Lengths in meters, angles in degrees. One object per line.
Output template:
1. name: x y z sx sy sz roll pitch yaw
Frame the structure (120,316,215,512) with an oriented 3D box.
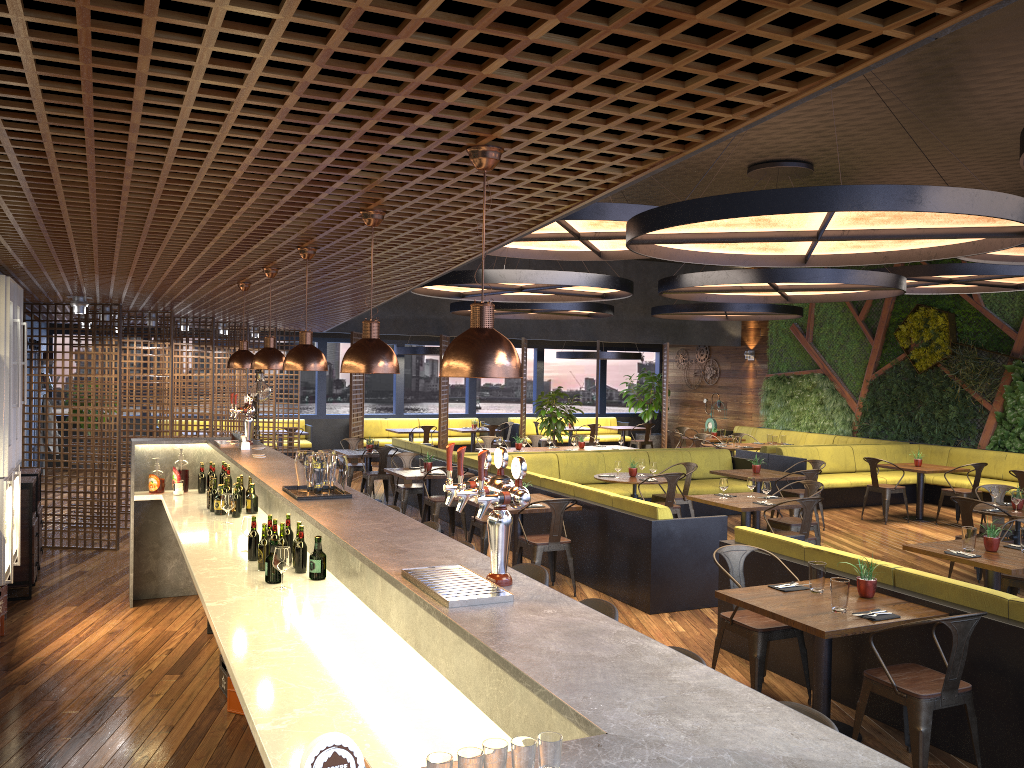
1. structure: -4.747 0.431 12.190 1.319 2.700 0.050 1 1 5

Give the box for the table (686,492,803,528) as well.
1. table: 2.436 1.576 9.178 0.906 0.763 0.887 1 1 -25

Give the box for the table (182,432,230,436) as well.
1. table: -5.820 1.307 16.888 0.887 0.763 0.906 1 1 -25

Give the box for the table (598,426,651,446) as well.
1. table: 2.618 1.399 20.798 0.887 0.763 0.906 1 1 -25

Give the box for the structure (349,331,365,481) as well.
1. structure: -2.856 0.401 16.345 0.050 2.700 0.852 1 1 5

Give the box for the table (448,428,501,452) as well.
1. table: -0.831 1.362 19.204 0.906 0.763 0.887 1 1 -25

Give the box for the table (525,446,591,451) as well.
1. table: 0.810 1.461 14.700 0.906 0.763 0.887 1 1 -25

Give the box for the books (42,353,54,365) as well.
1. books: -8.325 -0.473 15.925 0.177 0.245 0.450 1 1 -25

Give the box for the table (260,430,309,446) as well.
1. table: -4.550 1.321 17.477 0.887 0.763 0.906 1 1 -25

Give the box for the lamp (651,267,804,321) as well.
1. lamp: 4.037 -1.948 16.683 2.778 1.362 2.778 2 1 30

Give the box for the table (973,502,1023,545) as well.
1. table: 5.031 1.628 8.829 1.007 0.760 1.007 0 1 -37

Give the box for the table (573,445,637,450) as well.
1. table: 1.628 1.470 15.085 0.906 0.763 0.887 1 1 -25

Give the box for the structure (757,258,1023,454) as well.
1. structure: 7.468 -0.349 15.605 0.918 4.593 9.182 1 1 -26

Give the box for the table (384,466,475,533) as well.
1. table: -1.061 1.481 11.190 0.887 0.763 0.906 1 1 -25

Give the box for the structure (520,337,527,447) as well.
1. structure: 0.229 0.434 17.775 0.050 2.700 0.852 1 1 5

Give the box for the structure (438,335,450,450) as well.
1. structure: -1.313 0.417 17.060 0.050 2.700 0.852 1 1 5

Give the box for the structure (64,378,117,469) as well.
1. structure: -8.173 0.762 17.147 0.993 1.763 1.166 2 1 36

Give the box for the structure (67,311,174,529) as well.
1. structure: -4.855 0.447 10.991 1.319 2.700 0.050 1 1 5

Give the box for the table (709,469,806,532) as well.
1. table: 3.225 1.552 11.634 0.887 0.763 0.906 1 1 -25

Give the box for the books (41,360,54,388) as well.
1. books: -8.041 -0.171 15.322 0.223 0.489 0.286 0 1 -33

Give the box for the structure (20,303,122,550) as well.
1. structure: -4.963 0.464 9.792 1.319 2.700 0.050 1 1 5

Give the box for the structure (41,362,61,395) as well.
1. structure: -8.191 -0.106 15.739 0.293 0.563 1.220 1 1 -25

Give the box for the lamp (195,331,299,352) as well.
1. lamp: -5.154 -1.744 17.285 1.979 2.172 1.979 1 1 -18

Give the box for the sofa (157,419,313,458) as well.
1. sofa: -5.737 1.210 18.373 3.061 0.914 0.966 1 1 -25

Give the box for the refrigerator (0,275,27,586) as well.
1. refrigerator: -3.836 0.303 6.462 0.454 2.109 1.159 1 1 -25

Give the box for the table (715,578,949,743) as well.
1. table: 1.800 1.627 5.085 0.906 0.763 0.887 1 1 -25

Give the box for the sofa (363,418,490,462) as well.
1. sofa: -2.041 1.251 20.085 3.061 0.914 0.966 1 1 -25

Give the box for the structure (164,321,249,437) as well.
1. structure: -4.639 0.414 13.388 1.319 2.700 0.050 1 1 5

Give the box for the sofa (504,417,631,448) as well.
1. sofa: 1.398 1.288 21.679 3.061 0.914 0.966 1 1 -25

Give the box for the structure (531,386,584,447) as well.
1. structure: 0.816 0.921 17.341 0.993 1.763 1.166 2 1 36

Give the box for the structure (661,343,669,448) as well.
1. structure: 3.314 0.468 19.204 0.050 2.700 0.852 1 1 5

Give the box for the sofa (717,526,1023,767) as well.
1. sofa: 2.636 1.561 5.497 0.966 0.914 3.061 1 1 -25

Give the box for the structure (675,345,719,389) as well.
1. structure: 4.561 -0.455 21.995 0.058 1.178 1.791 1 1 -25

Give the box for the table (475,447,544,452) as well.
1. table: -0.013 1.452 14.319 0.906 0.763 0.887 1 1 -25

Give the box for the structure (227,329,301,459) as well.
1. structure: -4.423 0.381 15.786 1.319 2.700 0.050 1 1 5

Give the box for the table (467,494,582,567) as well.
1. table: 0.073 1.540 8.741 0.887 0.763 0.906 1 1 -25

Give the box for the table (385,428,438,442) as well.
1. table: -2.100 1.348 18.612 0.887 0.763 0.906 1 1 -25

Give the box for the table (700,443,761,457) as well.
1. table: 3.970 1.498 15.997 0.887 0.763 0.906 1 1 -25

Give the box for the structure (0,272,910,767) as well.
1. structure: -1.860 0.595 4.912 2.700 2.700 9.298 1 1 -25

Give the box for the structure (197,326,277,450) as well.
1. structure: -4.531 0.398 14.587 1.319 2.700 0.050 1 1 5

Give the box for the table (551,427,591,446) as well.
1. table: 1.347 1.385 20.213 0.906 0.763 0.887 1 1 -25

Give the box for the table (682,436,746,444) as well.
1. table: 4.058 1.470 17.899 0.887 0.763 0.906 1 1 -25

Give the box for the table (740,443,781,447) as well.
1. table: 4.816 1.507 16.389 0.887 0.763 0.906 1 1 -25

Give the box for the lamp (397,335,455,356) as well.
1. lamp: -1.456 -1.703 18.999 1.979 2.172 1.979 1 1 20

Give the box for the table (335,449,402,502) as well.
1. table: -2.200 1.423 13.638 0.887 0.763 0.906 1 1 -25

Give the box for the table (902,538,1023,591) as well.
1. table: 3.600 1.636 6.629 0.887 0.763 0.906 1 1 -25

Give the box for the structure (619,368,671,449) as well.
1. structure: 3.465 0.679 22.444 1.493 2.184 1.272 1 1 -25

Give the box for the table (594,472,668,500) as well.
1. table: 1.511 1.531 10.961 1.007 0.760 1.007 1 1 13

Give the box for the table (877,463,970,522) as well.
1. table: 5.947 1.582 12.895 0.887 0.763 0.906 1 1 -25

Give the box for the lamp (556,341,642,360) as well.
1. lamp: 2.035 -1.667 20.616 1.979 2.172 1.979 0 1 -40

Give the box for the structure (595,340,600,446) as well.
1. structure: 1.771 0.451 18.489 0.050 2.700 0.852 1 1 5
